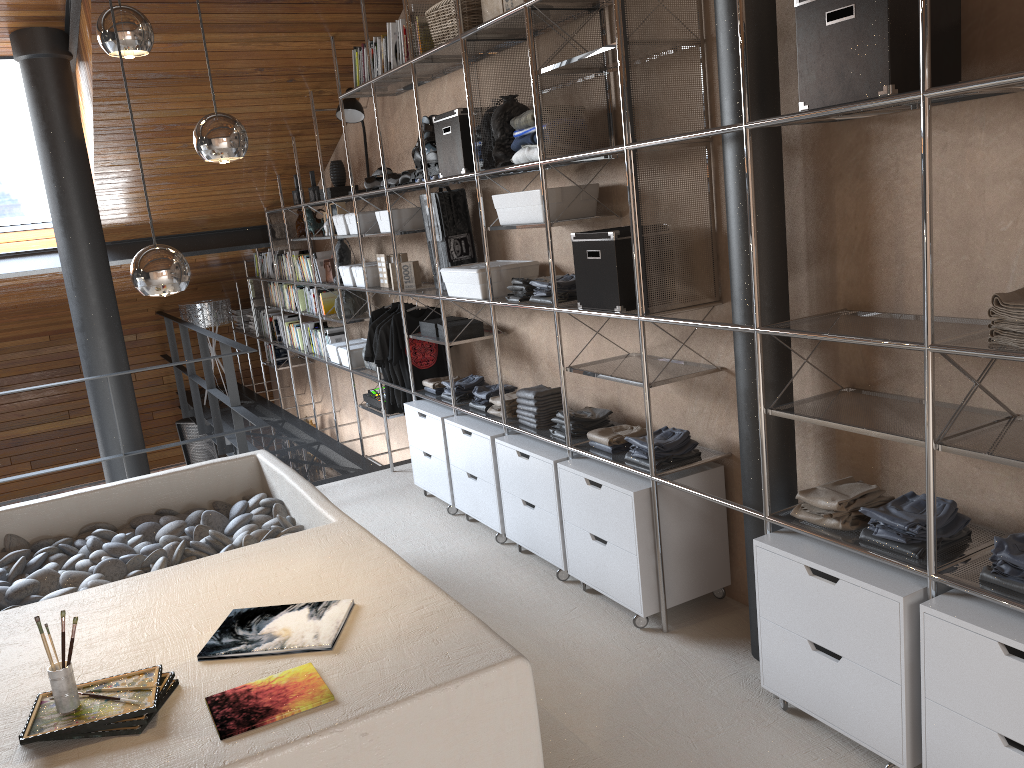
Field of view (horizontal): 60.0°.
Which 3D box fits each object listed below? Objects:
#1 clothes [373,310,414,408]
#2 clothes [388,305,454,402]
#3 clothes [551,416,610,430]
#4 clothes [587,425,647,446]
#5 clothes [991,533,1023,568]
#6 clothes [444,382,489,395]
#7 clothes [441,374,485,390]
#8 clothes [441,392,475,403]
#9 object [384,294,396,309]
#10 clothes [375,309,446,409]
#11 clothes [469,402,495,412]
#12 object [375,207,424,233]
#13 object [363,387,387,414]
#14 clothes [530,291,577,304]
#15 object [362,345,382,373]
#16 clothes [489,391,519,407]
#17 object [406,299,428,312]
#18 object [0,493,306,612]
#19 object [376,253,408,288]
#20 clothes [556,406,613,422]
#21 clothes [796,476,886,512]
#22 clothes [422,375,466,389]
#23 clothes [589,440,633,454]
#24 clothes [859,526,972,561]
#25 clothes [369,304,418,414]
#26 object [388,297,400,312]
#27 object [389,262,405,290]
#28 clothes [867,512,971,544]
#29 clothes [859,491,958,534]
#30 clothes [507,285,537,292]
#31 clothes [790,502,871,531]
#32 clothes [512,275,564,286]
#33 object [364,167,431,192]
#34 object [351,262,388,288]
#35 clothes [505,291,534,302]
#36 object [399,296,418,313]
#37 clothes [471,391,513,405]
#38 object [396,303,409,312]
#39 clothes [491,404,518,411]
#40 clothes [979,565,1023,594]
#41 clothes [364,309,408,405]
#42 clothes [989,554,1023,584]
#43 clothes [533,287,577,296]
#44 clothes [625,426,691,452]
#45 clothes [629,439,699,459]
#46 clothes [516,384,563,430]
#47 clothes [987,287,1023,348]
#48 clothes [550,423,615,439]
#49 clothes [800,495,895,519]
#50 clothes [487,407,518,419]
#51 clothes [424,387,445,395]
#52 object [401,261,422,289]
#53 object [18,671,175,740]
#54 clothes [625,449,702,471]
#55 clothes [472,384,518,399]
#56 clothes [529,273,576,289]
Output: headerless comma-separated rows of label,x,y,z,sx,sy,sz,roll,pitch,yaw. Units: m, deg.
clothes,-0.610,-0.167,5.463,0.488,0.586,0.074,-14,14,-34
clothes,-0.522,-0.116,5.282,0.424,0.689,0.090,-12,13,-28
clothes,0.310,0.160,3.897,0.215,0.047,0.191,-12,13,-27
clothes,0.441,0.201,3.587,0.221,0.050,0.196,-12,13,-25
clothes,1.269,0.388,2.099,0.204,0.049,0.184,-12,13,-28
clothes,-0.257,0.024,4.848,0.215,0.047,0.191,-12,13,-27
clothes,-0.261,-0.008,4.858,0.200,0.052,0.194,-12,13,-25
clothes,-0.240,0.045,4.864,0.243,0.045,0.208,-12,13,-27
object,-0.738,-0.517,5.537,0.283,0.118,0.016,-12,13,-27
clothes,-0.606,-0.153,5.391,0.488,0.586,0.074,-14,14,-34
clothes,-0.080,0.085,4.569,0.242,0.048,0.207,-13,13,-30
object,-0.616,-0.956,5.149,0.290,0.124,0.222,-12,13,-27
object,-0.795,0.092,5.992,0.320,0.114,0.405,-12,13,-27
clothes,0.226,-0.383,3.791,0.243,0.045,0.208,-12,13,-27
object,-0.871,-0.209,5.933,0.166,0.247,0.376,-13,13,-29
clothes,0.016,0.066,4.328,0.212,0.047,0.187,-12,13,-26
object,-0.562,-0.471,5.217,0.283,0.118,0.016,-12,13,-27
object,-1.648,0.768,3.322,1.842,0.246,1.436,-12,13,-27
object,-0.725,-0.705,5.463,0.142,0.205,0.196,-13,13,-29
clothes,0.308,0.133,3.874,0.200,0.052,0.194,-12,13,-26
clothes,0.970,0.317,2.600,0.212,0.047,0.187,-12,13,-26
clothes,-0.381,-0.016,5.079,0.221,0.050,0.196,-12,13,-25
clothes,0.457,0.228,3.601,0.248,0.043,0.190,-10,12,-19
clothes,1.109,0.401,2.417,0.243,0.045,0.208,-12,13,-27
clothes,-0.698,-0.163,5.602,0.424,0.689,0.090,-12,13,-28
object,-0.714,-0.470,5.503,0.387,0.197,0.009,-13,13,-31
object,-0.676,-0.640,5.249,0.074,0.156,0.078,-9,12,-12
clothes,1.093,0.380,2.401,0.215,0.047,0.191,-12,13,-27
clothes,1.089,0.347,2.411,0.200,0.052,0.194,-12,13,-25
clothes,0.114,-0.439,4.027,0.215,0.047,0.191,-12,13,-27
clothes,0.981,0.369,2.620,0.238,0.053,0.212,-13,13,-29
clothes,0.111,-0.466,4.004,0.200,0.052,0.194,-12,13,-26
object,-0.661,-1.206,5.141,0.286,0.141,0.657,-14,14,-34
object,-0.852,-0.705,5.696,0.295,0.136,0.228,-12,13,-27
clothes,0.102,-0.412,4.020,0.243,0.045,0.208,-12,13,-28
object,-0.624,-0.446,5.339,0.387,0.197,0.009,-13,13,-31
clothes,-0.096,0.064,4.550,0.203,0.053,0.198,-11,13,-23
object,-0.655,-0.455,5.396,0.387,0.197,0.009,-13,13,-31
clothes,0.018,0.094,4.320,0.229,0.052,0.199,-11,13,-24
clothes,1.271,0.441,2.119,0.242,0.048,0.207,-13,13,-30
clothes,-0.696,-0.177,5.554,0.488,0.586,0.074,-14,14,-34
clothes,1.256,0.420,2.099,0.203,0.053,0.198,-11,13,-23
clothes,0.209,-0.404,3.775,0.215,0.047,0.191,-12,13,-27
clothes,0.562,0.209,3.367,0.200,0.052,0.194,-12,13,-25
clothes,0.566,0.241,3.356,0.215,0.047,0.191,-12,13,-27
clothes,0.138,0.099,4.081,0.184,0.172,0.201,-12,13,-25
clothes,1.191,-0.156,1.996,0.206,0.126,0.151,-12,13,-25
clothes,0.298,0.187,3.891,0.243,0.045,0.208,-12,13,-28
clothes,0.971,0.346,2.592,0.229,0.052,0.199,-11,13,-24
clothes,0.028,0.117,4.348,0.238,0.053,0.212,-13,13,-29
clothes,-0.366,0.012,5.093,0.248,0.043,0.190,-10,12,-19
object,-0.588,-0.638,5.190,0.074,0.156,0.079,-2,12,22
object,-0.945,0.737,2.039,0.276,0.013,0.207,-7,12,-3
clothes,0.583,0.262,3.372,0.243,0.045,0.208,-12,13,-27
clothes,-0.083,0.032,4.550,0.204,0.049,0.184,-12,13,-28
clothes,0.205,-0.437,3.785,0.200,0.052,0.194,-12,13,-25
